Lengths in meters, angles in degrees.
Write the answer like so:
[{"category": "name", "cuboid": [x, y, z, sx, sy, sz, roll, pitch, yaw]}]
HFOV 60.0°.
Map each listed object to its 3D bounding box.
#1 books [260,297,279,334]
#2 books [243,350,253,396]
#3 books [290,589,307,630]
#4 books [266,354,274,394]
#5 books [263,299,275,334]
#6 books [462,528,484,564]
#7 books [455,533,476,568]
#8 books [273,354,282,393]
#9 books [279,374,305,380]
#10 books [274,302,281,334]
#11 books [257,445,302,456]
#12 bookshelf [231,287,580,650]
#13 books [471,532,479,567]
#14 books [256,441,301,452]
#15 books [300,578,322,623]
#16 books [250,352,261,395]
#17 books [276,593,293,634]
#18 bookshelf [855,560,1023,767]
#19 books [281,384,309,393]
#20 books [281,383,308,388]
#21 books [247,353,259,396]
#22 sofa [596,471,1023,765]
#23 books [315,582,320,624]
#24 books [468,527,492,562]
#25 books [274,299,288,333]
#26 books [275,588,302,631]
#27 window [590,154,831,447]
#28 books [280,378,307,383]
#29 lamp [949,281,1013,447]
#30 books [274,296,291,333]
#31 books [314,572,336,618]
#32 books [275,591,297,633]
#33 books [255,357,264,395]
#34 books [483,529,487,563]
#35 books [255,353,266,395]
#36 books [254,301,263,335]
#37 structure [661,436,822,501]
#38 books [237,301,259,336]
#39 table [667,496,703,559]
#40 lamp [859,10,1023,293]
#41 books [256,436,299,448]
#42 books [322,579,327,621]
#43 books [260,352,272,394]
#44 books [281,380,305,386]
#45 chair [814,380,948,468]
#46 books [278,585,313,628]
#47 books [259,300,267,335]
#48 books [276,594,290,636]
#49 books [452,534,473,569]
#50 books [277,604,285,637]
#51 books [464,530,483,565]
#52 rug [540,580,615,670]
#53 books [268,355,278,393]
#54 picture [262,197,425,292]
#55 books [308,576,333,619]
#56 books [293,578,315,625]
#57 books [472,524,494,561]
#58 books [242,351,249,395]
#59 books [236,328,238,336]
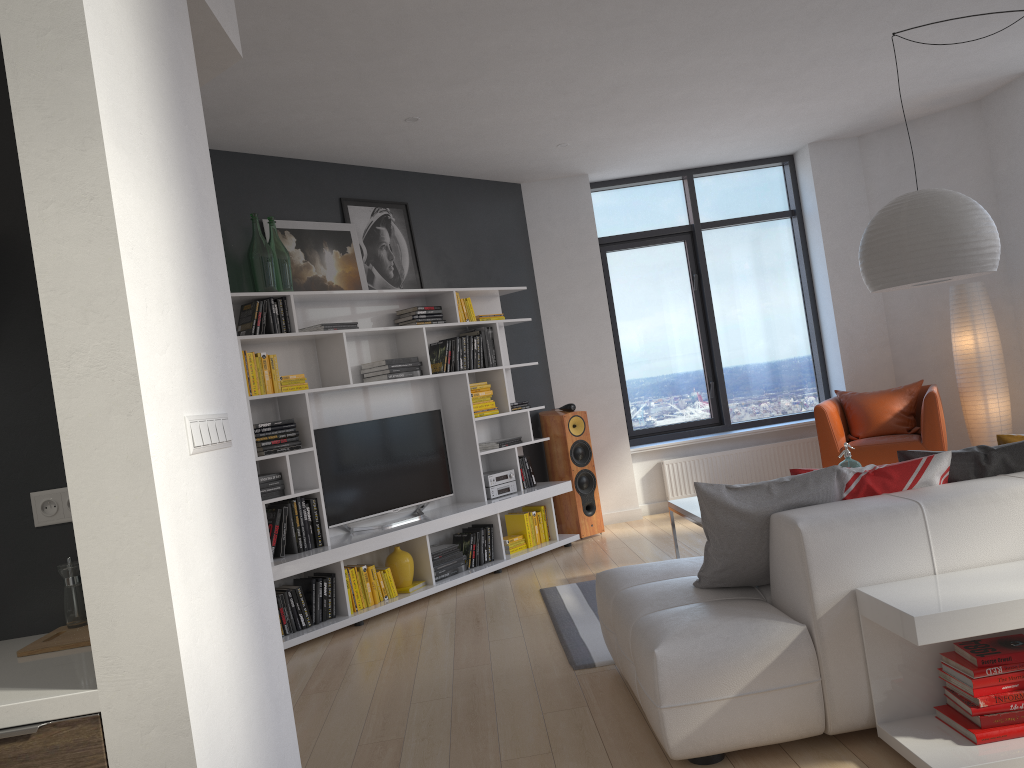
[{"category": "books", "cuboid": [-1.487, -0.398, 5.380, 0.176, 0.232, 0.025, -9, -1, 42]}, {"category": "books", "cuboid": [-1.604, -0.048, 5.195, 0.213, 0.270, 0.025, -9, -1, 42]}, {"category": "books", "cuboid": [-1.288, 1.306, 5.152, 0.177, 0.242, 0.066, -9, -1, 42]}, {"category": "books", "cuboid": [-1.498, -0.048, 5.318, 0.169, 0.239, 0.023, -9, -1, 42]}, {"category": "books", "cuboid": [-1.499, -0.390, 5.358, 0.156, 0.221, 0.021, -9, -1, 42]}, {"category": "books", "cuboid": [-0.276, 1.154, 6.315, 0.192, 0.254, 0.075, -9, -1, 41]}, {"category": "books", "cuboid": [-0.333, 1.173, 6.249, 0.187, 0.234, 0.096, -9, -1, 42]}, {"category": "books", "cuboid": [-1.464, -0.050, 5.356, 0.172, 0.234, 0.024, -9, -1, 42]}, {"category": "books", "cuboid": [-1.389, -0.033, 5.434, 0.138, 0.026, 0.186, -9, -1, 42]}, {"category": "books", "cuboid": [-1.465, -0.387, 5.394, 0.147, 0.200, 0.021, -9, -1, 42]}, {"category": "books", "cuboid": [-1.421, 0.401, 5.297, 0.189, 0.026, 0.263, -9, -1, 40]}, {"category": "bookshelf", "cuboid": [-0.779, 0.398, 5.922, 0.455, 2.052, 3.000, -9, -1, 42]}, {"category": "books", "cuboid": [-0.302, 1.168, 6.263, 0.169, 0.233, 0.081, -9, -1, 41]}, {"category": "books", "cuboid": [-1.426, 0.376, 5.299, 0.189, 0.025, 0.270, -9, -1, 41]}, {"category": "books", "cuboid": [-1.198, 1.287, 5.287, 0.192, 0.254, 0.075, -9, -1, 41]}, {"category": "books", "cuboid": [-1.565, -0.049, 5.249, 0.199, 0.263, 0.015, -9, -1, 42]}, {"category": "books", "cuboid": [-1.344, 1.317, 5.095, 0.170, 0.236, 0.049, -9, -1, 42]}, {"category": "bookshelf", "cuboid": [2.387, 0.679, 2.622, 2.600, 0.500, 0.356, -9, 0, -3]}, {"category": "books", "cuboid": [-1.367, 0.036, 5.426, 0.147, 0.033, 0.190, -9, -1, 42]}, {"category": "books", "cuboid": [-1.373, 0.014, 5.430, 0.148, 0.011, 0.196, -9, -1, 42]}, {"category": "books", "cuboid": [-1.583, -0.044, 5.225, 0.198, 0.255, 0.044, -9, -1, 42]}, {"category": "sofa", "cuboid": [2.035, 0.625, 4.092, 3.424, 0.732, 2.614, -9, 0, -3]}, {"category": "books", "cuboid": [-1.194, 1.293, 5.252, 0.172, 0.242, 0.069, -9, -1, 43]}, {"category": "books", "cuboid": [-0.232, 1.150, 6.362, 0.191, 0.249, 0.084, -9, -1, 42]}, {"category": "books", "cuboid": [-1.448, -0.398, 5.417, 0.169, 0.218, 0.038, -9, -1, 42]}, {"category": "books", "cuboid": [-1.314, 1.304, 5.135, 0.193, 0.255, 0.066, -9, -1, 41]}, {"category": "window", "cuboid": [1.776, -0.759, 8.100, 1.960, 2.402, 0.170, -9, 0, -3]}, {"category": "books", "cuboid": [-1.374, -0.015, 5.428, 0.134, 0.014, 0.187, -9, -1, 42]}, {"category": "lamp", "cuboid": [3.789, -0.037, 6.753, 0.502, 1.550, 0.804, -8, -1, -43]}, {"category": "books", "cuboid": [-1.425, -0.408, 5.433, 0.174, 0.230, 0.019, -9, -1, 42]}, {"category": "books", "cuboid": [-1.133, 1.275, 5.360, 0.197, 0.260, 0.066, -9, -1, 42]}, {"category": "books", "cuboid": [-1.324, 1.311, 5.106, 0.169, 0.242, 0.050, -9, -1, 41]}, {"category": "books", "cuboid": [-1.535, -0.036, 5.248, 0.156, 0.229, 0.024, -9, -1, 42]}, {"category": "books", "cuboid": [-0.252, 1.158, 6.331, 0.179, 0.243, 0.068, -9, -1, 41]}, {"category": "books", "cuboid": [-1.536, -0.049, 5.276, 0.180, 0.251, 0.019, -9, -1, 42]}, {"category": "books", "cuboid": [-1.557, -0.379, 5.308, 0.171, 0.214, 0.087, -9, -1, 42]}, {"category": "structure", "cuboid": [2.061, 0.784, 7.761, 1.474, 0.460, 0.110, -9, 0, -3]}, {"category": "books", "cuboid": [-1.575, -0.377, 5.280, 0.166, 0.213, 0.096, -9, -1, 40]}, {"category": "table", "cuboid": [1.553, 0.843, 4.927, 1.091, 0.435, 1.091, -9, 0, -3]}, {"category": "lamp", "cuboid": [3.091, -0.509, 3.484, 3.199, 2.647, 0.710, -9, 0, 33]}, {"category": "books", "cuboid": [-1.448, 0.352, 5.306, 0.209, 0.030, 0.266, -9, -1, 40]}, {"category": "books", "cuboid": [-1.170, 1.288, 5.298, 0.179, 0.243, 0.071, -9, -1, 41]}, {"category": "books", "cuboid": [-1.517, -0.051, 5.295, 0.185, 0.250, 0.035, -9, -1, 42]}, {"category": "books", "cuboid": [-1.365, -0.001, 5.413, 0.113, 0.018, 0.169, -9, -1, 43]}, {"category": "chair", "cuboid": [2.945, 0.440, 6.981, 0.896, 0.858, 0.843, -9, 0, 29]}, {"category": "books", "cuboid": [-1.268, 1.299, 5.181, 0.191, 0.249, 0.083, -9, -1, 42]}, {"category": "books", "cuboid": [-1.529, -0.383, 5.321, 0.154, 0.212, 0.074, -9, -1, 41]}, {"category": "books", "cuboid": [-1.365, 1.320, 5.081, 0.189, 0.240, 0.053, -9, -1, 42]}, {"category": "books", "cuboid": [-0.352, 1.175, 6.221, 0.182, 0.234, 0.104, -9, -1, 42]}, {"category": "books", "cuboid": [-1.391, 1.308, 5.060, 0.202, 0.268, 0.053, -9, -1, 42]}, {"category": "books", "cuboid": [-0.270, 1.160, 6.280, 0.172, 0.242, 0.069, -9, -1, 43]}, {"category": "rug", "cuboid": [1.363, 1.095, 4.791, 2.326, 0.016, 1.662, -9, 0, -3]}, {"category": "books", "cuboid": [-1.479, -0.048, 5.334, 0.172, 0.234, 0.024, -9, -1, 42]}, {"category": "picture", "cuboid": [-1.125, -0.939, 6.084, 0.076, 0.707, 1.279, -9, -1, 42]}, {"category": "books", "cuboid": [-1.154, 1.282, 5.334, 0.191, 0.249, 0.084, -9, -1, 42]}, {"category": "books", "cuboid": [-1.231, 1.289, 5.255, 0.197, 0.260, 0.066, -9, -1, 42]}, {"category": "books", "cuboid": [-0.211, 1.142, 6.388, 0.197, 0.260, 0.066, -9, -1, 42]}, {"category": "books", "cuboid": [-1.615, -0.047, 5.169, 0.204, 0.270, 0.029, -9, -1, 42]}, {"category": "books", "cuboid": [-1.737, -0.270, 5.060, 0.268, 0.046, 0.208, -8, -1, -45]}]
